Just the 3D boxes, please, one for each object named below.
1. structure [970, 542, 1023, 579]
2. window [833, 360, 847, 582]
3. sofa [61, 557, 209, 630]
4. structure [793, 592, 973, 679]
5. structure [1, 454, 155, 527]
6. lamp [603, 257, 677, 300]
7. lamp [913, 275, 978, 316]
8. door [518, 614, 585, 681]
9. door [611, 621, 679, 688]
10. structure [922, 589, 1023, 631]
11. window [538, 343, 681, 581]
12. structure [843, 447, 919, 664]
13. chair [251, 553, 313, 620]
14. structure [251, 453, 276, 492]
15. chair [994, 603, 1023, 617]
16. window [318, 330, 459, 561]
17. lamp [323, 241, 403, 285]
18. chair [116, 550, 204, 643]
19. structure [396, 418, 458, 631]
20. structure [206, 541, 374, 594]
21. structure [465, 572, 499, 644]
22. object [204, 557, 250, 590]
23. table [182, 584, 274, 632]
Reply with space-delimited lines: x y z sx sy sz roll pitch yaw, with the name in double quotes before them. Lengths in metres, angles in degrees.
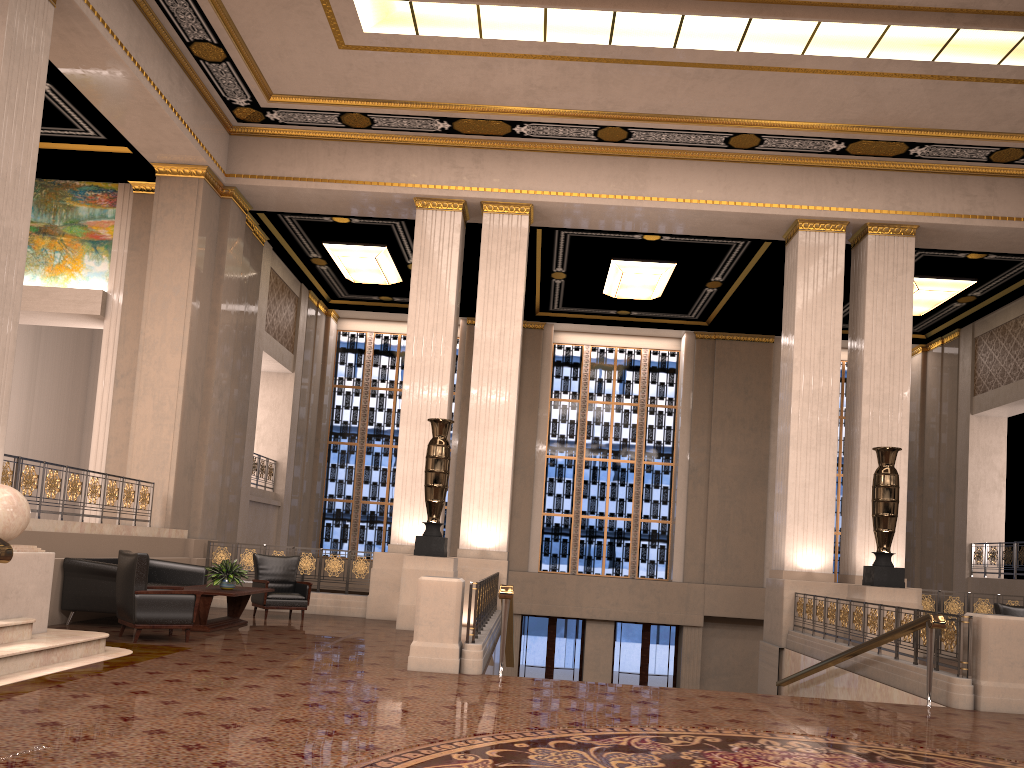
"structure" 9.092 3.282 16.412 0.031 0.659 2.187 4 -10 2
"window" 7.532 2.099 20.273 2.987 5.309 0.070 4 -5 2
"sofa" -4.285 2.386 10.185 0.875 0.698 1.950 4 -10 2
"structure" 3.953 2.743 10.036 0.079 0.530 5.008 4 -11 1
"structure" -5.027 1.316 10.356 0.032 0.617 3.748 4 -11 2
"lamp" 2.401 -1.956 16.876 1.167 0.212 2.046 3 -11 2
"lamp" 7.738 -1.627 16.726 1.167 0.212 2.046 3 -11 2
"door" 0.825 6.499 19.595 1.491 2.699 0.156 4 -5 2
"door" 2.908 6.627 19.537 1.491 2.699 0.156 4 -5 2
"structure" 7.108 3.389 12.838 2.534 0.649 0.032 4 -5 2
"window" 2.266 1.774 20.421 2.987 5.309 0.070 4 -5 2
"structure" 4.875 2.226 11.573 0.700 2.762 0.707 4 -5 2
"chair" -3.107 2.717 11.831 0.652 0.836 0.721 8 -9 -33
"structure" -4.862 1.684 16.865 0.031 0.659 2.187 4 -10 2
"chair" 6.803 3.330 11.556 0.648 0.835 0.726 4 -7 -3
"window" -2.825 1.460 20.564 2.987 5.309 0.070 4 -5 2
"lamp" -2.845 -2.280 17.024 1.167 0.212 2.046 3 -11 2
"chair" -3.463 2.061 8.569 0.723 0.836 0.650 10 -9 -38
"structure" -1.039 1.861 11.739 0.700 2.762 0.707 4 -5 2
"structure" -3.310 2.746 13.131 2.534 0.649 0.032 4 -5 2
"structure" -0.269 2.482 10.154 0.079 0.530 5.009 4 -11 3
"object" -3.253 2.156 10.060 0.502 0.372 0.531 -2 -11 34
"table" -3.378 2.574 10.146 0.838 0.430 1.497 4 -10 2
